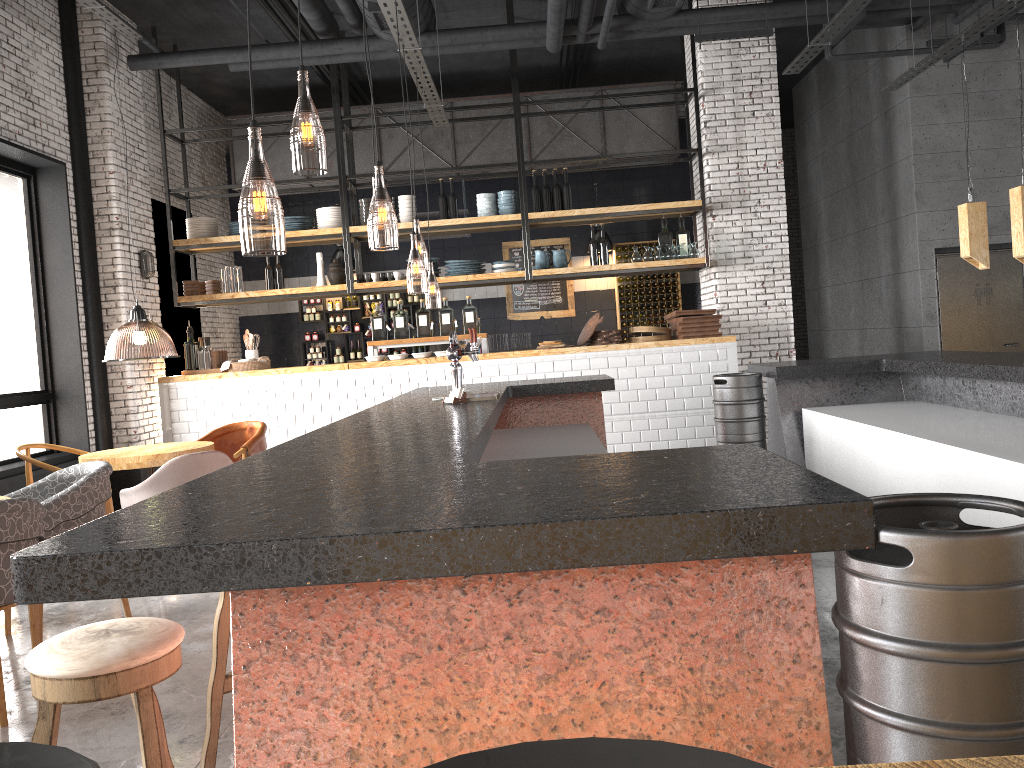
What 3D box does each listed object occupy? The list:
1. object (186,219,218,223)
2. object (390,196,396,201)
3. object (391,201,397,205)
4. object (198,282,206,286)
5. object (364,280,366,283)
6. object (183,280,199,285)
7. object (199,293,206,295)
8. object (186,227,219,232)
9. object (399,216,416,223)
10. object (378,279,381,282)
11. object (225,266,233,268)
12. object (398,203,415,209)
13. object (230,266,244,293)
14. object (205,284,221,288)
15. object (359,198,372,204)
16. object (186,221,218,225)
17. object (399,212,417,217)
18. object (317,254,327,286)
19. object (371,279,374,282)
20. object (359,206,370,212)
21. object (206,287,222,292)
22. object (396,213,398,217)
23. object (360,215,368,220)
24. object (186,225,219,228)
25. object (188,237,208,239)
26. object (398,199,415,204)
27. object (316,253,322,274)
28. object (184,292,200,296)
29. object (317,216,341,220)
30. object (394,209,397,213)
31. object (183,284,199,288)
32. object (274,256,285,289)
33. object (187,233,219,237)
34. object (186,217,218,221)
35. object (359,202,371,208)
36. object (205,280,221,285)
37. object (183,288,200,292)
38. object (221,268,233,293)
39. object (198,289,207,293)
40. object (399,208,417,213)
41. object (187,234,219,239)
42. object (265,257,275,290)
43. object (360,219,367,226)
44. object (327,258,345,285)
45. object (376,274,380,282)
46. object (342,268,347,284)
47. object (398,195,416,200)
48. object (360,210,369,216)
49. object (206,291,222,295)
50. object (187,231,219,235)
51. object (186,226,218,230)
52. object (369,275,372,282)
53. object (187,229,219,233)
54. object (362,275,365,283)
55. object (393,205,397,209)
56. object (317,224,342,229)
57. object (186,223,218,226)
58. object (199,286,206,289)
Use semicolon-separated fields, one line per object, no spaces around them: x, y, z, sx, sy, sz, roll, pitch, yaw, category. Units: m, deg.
-3.388;-1.763;9.692;0.335;0.042;0.335;-4;3;-2;object
-1.353;-1.973;9.643;0.196;0.103;0.196;-5;3;-22;object
-1.350;-1.928;9.640;0.196;0.102;0.196;-4;2;-5;object
-3.440;-1.102;9.844;0.157;0.053;0.168;-4;3;2;object
-1.612;-1.129;9.681;0.072;0.097;0.072;-5;2;-11;object
-3.462;-1.089;9.590;0.157;0.053;0.168;-4;3;2;object
-3.431;-0.981;9.847;0.157;0.053;0.168;-4;3;2;object
-3.381;-1.669;9.694;0.334;0.038;0.335;-3;3;27;object
-1.123;-1.767;9.638;0.196;0.105;0.196;-5;3;-21;object
-1.456;-1.140;9.677;0.072;0.097;0.072;-5;2;-10;object
-3.062;-1.138;9.761;0.126;0.313;0.179;-3;2;34;object
-1.135;-1.899;9.640;0.196;0.103;0.197;-3;3;18;object
-2.974;-1.123;9.615;0.118;0.293;0.169;-4;2;7;object
-3.289;-1.067;9.734;0.157;0.053;0.168;-4;3;7;object
-1.567;-1.958;9.648;0.196;0.105;0.197;-3;3;23;object
-3.387;-1.743;9.692;0.335;0.040;0.335;-5;3;-8;object
-1.129;-1.811;9.637;0.196;0.104;0.196;-5;3;-23;object
-2.072;-1.224;9.601;0.132;0.360;0.127;-3;2;27;object
-1.535;-1.134;9.679;0.072;0.097;0.072;-3;2;33;object
-1.558;-1.869;9.649;0.197;0.100;0.196;-6;3;-33;object
-3.286;-1.031;9.735;0.157;0.053;0.168;-4;3;7;object
-1.341;-1.796;9.647;0.196;0.101;0.197;-3;3;21;object
-1.554;-1.781;9.652;0.196;0.104;0.196;-6;3;-35;object
-3.383;-1.704;9.693;0.334;0.038;0.335;-3;3;22;object
-3.374;-1.572;9.696;0.334;0.033;0.335;-2;3;40;object
-1.137;-1.943;9.636;0.196;0.100;0.196;-4;2;-2;object
-2.104;-1.245;9.751;0.126;0.394;0.127;-3;2;41;object
-3.453;-0.967;9.593;0.157;0.053;0.168;-4;3;2;object
-1.957;-1.787;9.656;0.334;0.039;0.335;-4;3;9;object
-1.342;-1.840;9.640;0.196;0.107;0.196;-5;3;-27;object
-3.459;-1.048;9.591;0.157;0.053;0.168;-4;3;2;object
-2.584;-1.253;9.835;0.098;0.471;0.098;-5;2;-21;object
-3.377;-1.611;9.695;0.335;0.039;0.335;-5;3;-11;object
-3.388;-1.782;9.691;0.335;0.039;0.335;-5;3;-8;object
-1.557;-1.914;9.645;0.196;0.107;0.197;-3;3;30;object
-3.292;-1.108;9.733;0.157;0.053;0.168;-4;3;7;object
-3.456;-1.012;9.592;0.157;0.053;0.168;-4;3;2;object
-3.042;-1.102;9.510;0.106;0.264;0.152;-3;2;29;object
-3.435;-1.025;9.846;0.157;0.053;0.168;-4;3;2;object
-1.130;-1.855;9.636;0.196;0.104;0.197;-2;3;37;object
-3.376;-1.592;9.697;0.334;0.042;0.335;-2;3;40;object
-2.691;-1.245;9.837;0.098;0.471;0.098;-5;2;-21;object
-1.549;-1.736;9.654;0.196;0.102;0.197;-4;3;14;object
-1.906;-1.211;9.610;0.196;0.305;0.196;-3;2;39;object
-1.459;-1.134;9.560;0.072;0.097;0.072;-4;2;3;object
-1.866;-1.175;9.811;0.203;0.212;0.203;-2;3;39;object
-1.140;-1.988;9.638;0.196;0.103;0.196;-5;3;-21;object
-1.556;-1.825;9.651;0.196;0.102;0.197;-3;3;30;object
-3.283;-0.986;9.736;0.157;0.053;0.168;-4;3;7;object
-3.379;-1.631;9.696;0.335;0.044;0.334;-6;3;-32;object
-3.383;-1.685;9.694;0.334;0.043;0.335;-2;4;41;object
-1.538;-1.129;9.562;0.072;0.097;0.072;-5;2;-12;object
-3.380;-1.650;9.694;0.335;0.042;0.334;-6;3;-38;object
-1.615;-1.123;9.564;0.072;0.097;0.072;-4;2;1;object
-1.348;-1.884;9.642;0.196;0.102;0.196;-4;2;12;object
-1.950;-1.694;9.660;0.335;0.045;0.334;-5;3;-18;object
-3.385;-1.723;9.692;0.335;0.035;0.335;-5;3;-23;object
-3.437;-1.061;9.845;0.157;0.053;0.168;-4;3;2;object
